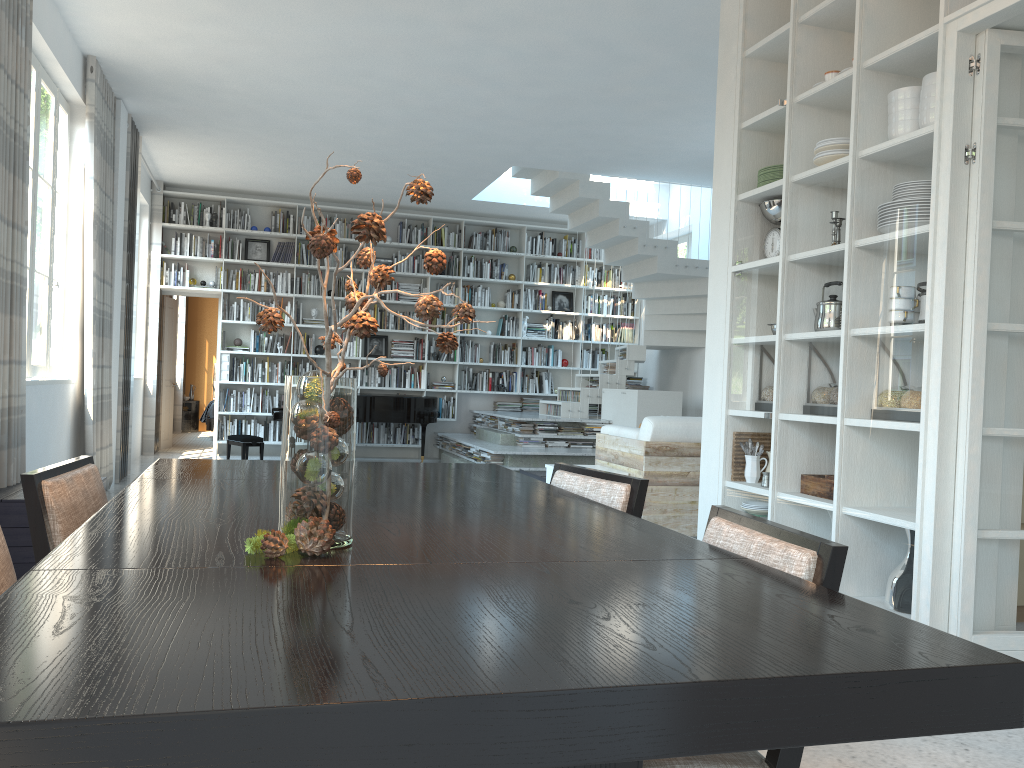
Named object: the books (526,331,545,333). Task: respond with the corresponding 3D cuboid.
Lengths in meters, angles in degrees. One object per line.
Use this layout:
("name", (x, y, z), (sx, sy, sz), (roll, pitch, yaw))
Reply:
("books", (0.299, -0.702, 11.967), (0.254, 0.012, 0.161), (2, 0, -21))

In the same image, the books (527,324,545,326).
("books", (0.303, -0.787, 11.973), (0.254, 0.012, 0.161), (2, 0, -14))

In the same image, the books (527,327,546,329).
("books", (0.302, -0.751, 11.973), (0.285, 0.012, 0.159), (2, 0, -14))

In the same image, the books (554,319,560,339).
("books", (0.589, -0.741, 12.046), (0.059, 0.282, 0.167), (2, 1, -16))

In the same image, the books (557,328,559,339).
("books", (0.614, -0.738, 12.081), (0.010, 0.278, 0.129), (2, 1, -16))

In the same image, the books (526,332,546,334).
("books", (0.297, -0.690, 11.973), (0.285, 0.012, 0.159), (2, 0, -18))

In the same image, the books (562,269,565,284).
("books", (0.674, -1.441, 12.047), (0.031, 0.217, 0.165), (2, 0, -16))

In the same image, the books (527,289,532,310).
("books", (0.221, -1.128, 11.940), (0.065, 0.289, 0.145), (2, 1, -16))

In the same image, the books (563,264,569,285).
("books", (0.724, -1.477, 12.055), (0.022, 0.294, 0.180), (2, 1, -16))

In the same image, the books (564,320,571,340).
("books", (0.751, -0.728, 12.084), (0.021, 0.271, 0.191), (2, 0, -16))

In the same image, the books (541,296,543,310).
("books", (0.381, -1.083, 11.981), (0.033, 0.213, 0.152), (2, 0, -16))

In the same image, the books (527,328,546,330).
("books", (0.302, -0.739, 11.971), (0.285, 0.012, 0.159), (2, 0, -19))

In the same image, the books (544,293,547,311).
("books", (0.433, -1.097, 11.985), (0.026, 0.244, 0.178), (2, 0, -16))

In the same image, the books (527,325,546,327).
("books", (0.303, -0.775, 11.973), (0.285, 0.012, 0.159), (2, 0, -14))

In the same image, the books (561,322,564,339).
("books", (0.665, -0.721, 12.093), (0.031, 0.250, 0.133), (2, 1, -16))

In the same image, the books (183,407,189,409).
("books", (-5.487, 0.397, 14.706), (0.133, 0.022, 0.189), (2, 0, 35))

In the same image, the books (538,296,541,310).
("books", (0.349, -1.082, 11.956), (0.013, 0.207, 0.189), (2, 0, -16))

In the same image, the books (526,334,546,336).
("books", (0.296, -0.654, 11.966), (0.285, 0.012, 0.159), (2, 0, -11))

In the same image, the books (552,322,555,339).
("books", (0.534, -0.720, 12.026), (0.030, 0.236, 0.179), (2, 0, -16))

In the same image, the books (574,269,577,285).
("books", (0.839, -1.442, 12.109), (0.022, 0.234, 0.158), (2, 0, -16))

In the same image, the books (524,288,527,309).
("books", (0.171, -1.136, 11.928), (0.015, 0.301, 0.140), (2, 1, -16))

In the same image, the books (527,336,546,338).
("books", (0.295, -0.630, 11.969), (0.285, 0.012, 0.159), (2, 0, -12))

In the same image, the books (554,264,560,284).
("books", (0.607, -1.476, 12.044), (0.048, 0.283, 0.162), (2, 1, -16))

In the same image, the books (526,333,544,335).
("books", (0.296, -0.666, 11.969), (0.254, 0.012, 0.161), (2, 0, -12))

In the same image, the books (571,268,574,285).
("books", (0.804, -1.447, 12.088), (0.030, 0.241, 0.162), (2, 0, -16))

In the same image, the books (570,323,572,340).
("books", (0.779, -0.711, 12.095), (0.041, 0.239, 0.176), (2, 0, -16))

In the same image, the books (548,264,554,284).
("books", (0.506, -1.472, 11.957), (0.032, 0.265, 0.245), (2, 0, -16))

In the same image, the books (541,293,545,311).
("books", (0.408, -1.102, 11.988), (0.021, 0.253, 0.167), (2, 0, -16))

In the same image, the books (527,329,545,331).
("books", (0.303, -0.727, 11.967), (0.254, 0.012, 0.161), (2, 0, -11))

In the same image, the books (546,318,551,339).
("books", (0.489, -0.746, 12.032), (0.012, 0.285, 0.159), (2, 1, -16))

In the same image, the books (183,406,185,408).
("books", (-5.488, 0.380, 14.715), (0.133, 0.012, 0.189), (2, 0, 1))

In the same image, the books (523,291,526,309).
("books", (0.145, -1.114, 11.935), (0.030, 0.253, 0.128), (2, 1, -16))

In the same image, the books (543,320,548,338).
("books", (0.449, -0.732, 12.011), (0.012, 0.254, 0.161), (2, 0, -16))

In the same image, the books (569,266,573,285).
("books", (0.775, -1.464, 12.072), (0.036, 0.272, 0.177), (2, 0, -16))

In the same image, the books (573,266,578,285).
("books", (0.864, -1.466, 12.111), (0.026, 0.284, 0.147), (2, 1, -16))

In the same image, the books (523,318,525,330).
("books", (0.139, -0.752, 11.933), (0.028, 0.267, 0.137), (2, 1, -16))

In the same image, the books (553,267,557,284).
("books", (0.560, -1.452, 12.003), (0.030, 0.230, 0.187), (2, 0, -16))

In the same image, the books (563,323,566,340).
("books", (0.693, -0.713, 12.100), (0.028, 0.235, 0.129), (2, 1, -16))

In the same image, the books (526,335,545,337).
("books", (0.295, -0.642, 11.969), (0.254, 0.012, 0.161), (2, 0, -20))

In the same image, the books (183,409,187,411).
("books", (-5.484, 0.424, 14.709), (0.128, 0.030, 0.182), (2, 0, 6))

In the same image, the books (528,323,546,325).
("books", (0.304, -0.811, 11.973), (0.285, 0.012, 0.159), (2, 0, -14))

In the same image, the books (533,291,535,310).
("books", (0.283, -1.115, 11.975), (0.043, 0.269, 0.131), (2, 1, -16))

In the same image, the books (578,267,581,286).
("books", (0.892, -1.455, 12.117), (0.031, 0.265, 0.169), (2, 0, -16))

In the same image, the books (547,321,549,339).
("books", (0.461, -0.728, 12.033), (0.023, 0.247, 0.138), (2, 1, -16))

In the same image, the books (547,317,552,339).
("books", (0.507, -0.753, 12.010), (0.011, 0.300, 0.184), (2, 1, -16))

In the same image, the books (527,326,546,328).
("books", (0.304, -0.763, 11.966), (0.285, 0.012, 0.159), (2, 0, -21))

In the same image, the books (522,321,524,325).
("books", (0.120, -0.730, 11.896), (0.027, 0.221, 0.184), (2, 0, -16))

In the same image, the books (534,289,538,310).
("books", (0.317, -1.123, 11.959), (0.012, 0.287, 0.176), (2, 1, -16))

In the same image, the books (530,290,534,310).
("books", (0.260, -1.125, 11.957), (0.012, 0.285, 0.159), (2, 1, -16))

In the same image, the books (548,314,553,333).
("books", (0.519, -0.772, 12.012), (0.010, 0.339, 0.180), (2, 1, -16))

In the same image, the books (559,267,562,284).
("books", (0.642, -1.453, 12.030), (0.014, 0.240, 0.189), (2, 0, -16))

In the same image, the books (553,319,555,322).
("books", (0.550, -0.741, 12.048), (0.013, 0.280, 0.131), (2, 1, -16))

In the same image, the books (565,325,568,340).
("books", (0.720, -0.701, 12.101), (0.025, 0.213, 0.155), (2, 0, -16))

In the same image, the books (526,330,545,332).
("books", (0.297, -0.715, 11.977), (0.254, 0.012, 0.161), (2, 0, -16))

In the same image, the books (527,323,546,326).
("books", (0.304, -0.799, 11.973), (0.285, 0.012, 0.159), (2, 0, -18))

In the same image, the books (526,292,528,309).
("books", (0.185, -1.109, 11.924), (0.011, 0.248, 0.155), (2, 0, -16))

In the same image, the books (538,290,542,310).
("books", (0.361, -1.120, 11.970), (0.014, 0.285, 0.175), (2, 1, -16))

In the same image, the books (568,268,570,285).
("books", (0.749, -1.453, 12.074), (0.011, 0.249, 0.152), (2, 1, -16))

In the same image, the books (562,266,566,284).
("books", (0.698, -1.463, 12.062), (0.023, 0.264, 0.156), (2, 1, -16))

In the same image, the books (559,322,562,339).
("books", (0.640, -0.719, 12.067), (0.031, 0.242, 0.147), (2, 1, -16))
